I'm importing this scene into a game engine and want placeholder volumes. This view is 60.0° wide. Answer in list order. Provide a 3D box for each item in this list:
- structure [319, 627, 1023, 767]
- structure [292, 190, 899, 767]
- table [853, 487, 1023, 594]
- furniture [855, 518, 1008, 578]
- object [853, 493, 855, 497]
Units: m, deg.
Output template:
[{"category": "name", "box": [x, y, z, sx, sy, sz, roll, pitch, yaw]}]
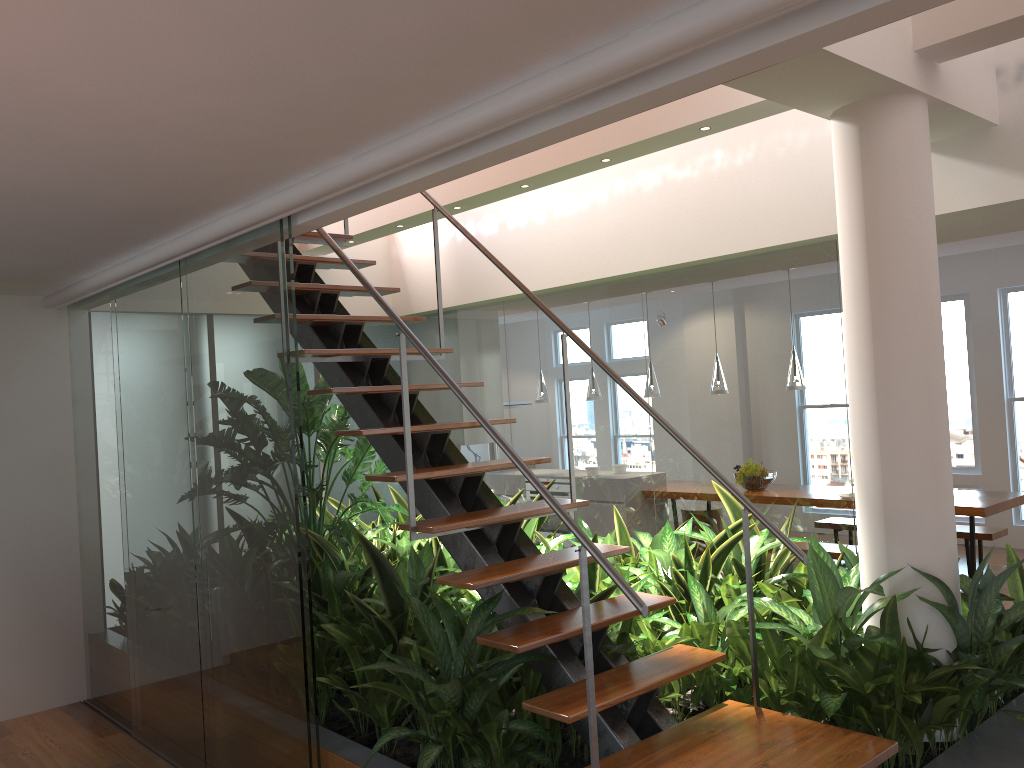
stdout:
[{"category": "structure", "box": [0.512, 1.465, 4.209, 3.088, 0.386, 5.584, -3, -1, -42]}, {"category": "structure", "box": [-0.210, -0.576, 4.593, 2.552, 4.265, 4.591, -3, -1, -42]}, {"category": "table", "box": [1.446, 1.303, 8.333, 0.893, 0.704, 5.996, -3, -1, -42]}, {"category": "furniture", "box": [3.220, 1.341, 7.226, 0.316, 0.389, 1.433, -3, -1, -42]}, {"category": "object", "box": [2.588, 0.843, 6.711, 0.079, 0.030, 0.070, -4, -1, 11]}]
